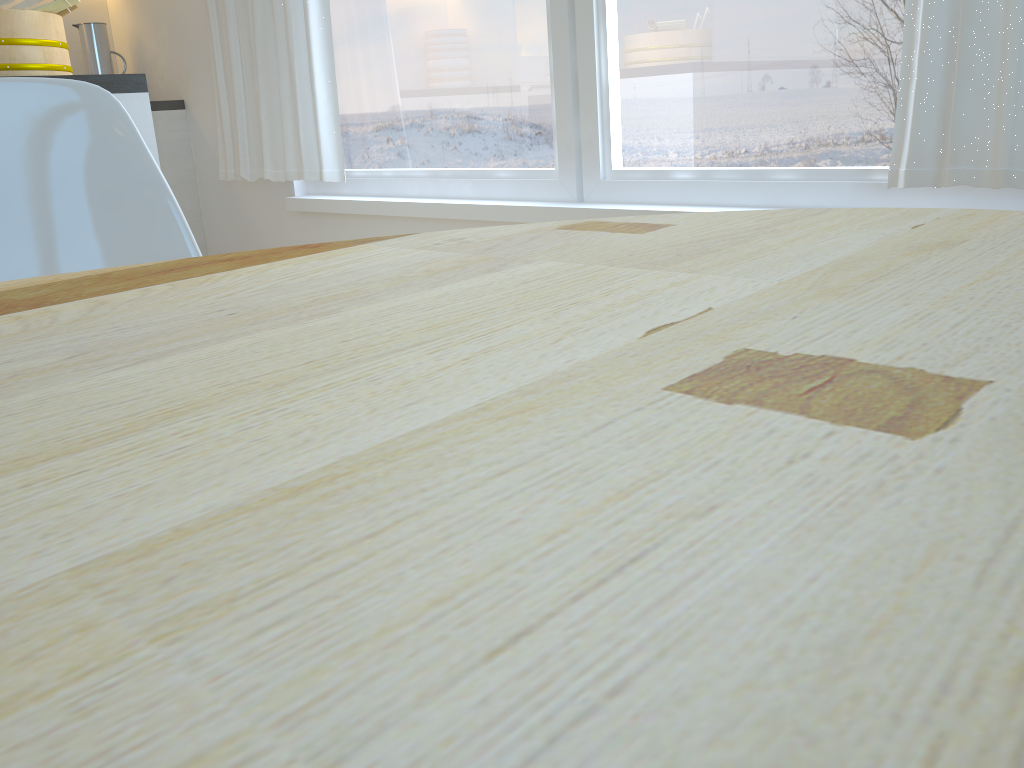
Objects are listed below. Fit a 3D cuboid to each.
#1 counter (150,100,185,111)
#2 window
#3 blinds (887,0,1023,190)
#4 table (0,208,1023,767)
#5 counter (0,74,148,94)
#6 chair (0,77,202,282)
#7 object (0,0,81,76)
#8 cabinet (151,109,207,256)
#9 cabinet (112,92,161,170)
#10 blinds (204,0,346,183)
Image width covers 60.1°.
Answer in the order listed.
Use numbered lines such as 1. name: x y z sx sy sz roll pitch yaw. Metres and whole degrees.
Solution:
1. counter: -2.322 -0.999 3.353 0.603 0.039 2.022 12 23 41
2. window: 0.166 -1.454 2.373 2.742 1.889 0.089 11 21 42
3. blinds: 0.989 -1.366 1.313 0.799 2.127 0.151 10 20 43
4. table: -0.357 0.498 0.018 1.200 0.714 2.214 10 22 40
5. counter: -1.828 -0.385 1.288 0.604 0.039 2.426 12 23 41
6. chair: -0.462 0.129 0.932 0.432 0.888 0.529 -11 17 -25
7. object: -1.148 -0.758 1.918 0.431 0.211 0.383 -9 17 -17
8. cabinet: -2.703 -1.134 2.812 0.483 2.266 3.235 9 21 42
9. cabinet: -1.796 0.067 1.403 0.604 0.896 2.426 10 22 41
10. blinds: -0.969 -1.791 3.093 0.799 2.127 0.151 10 20 42
